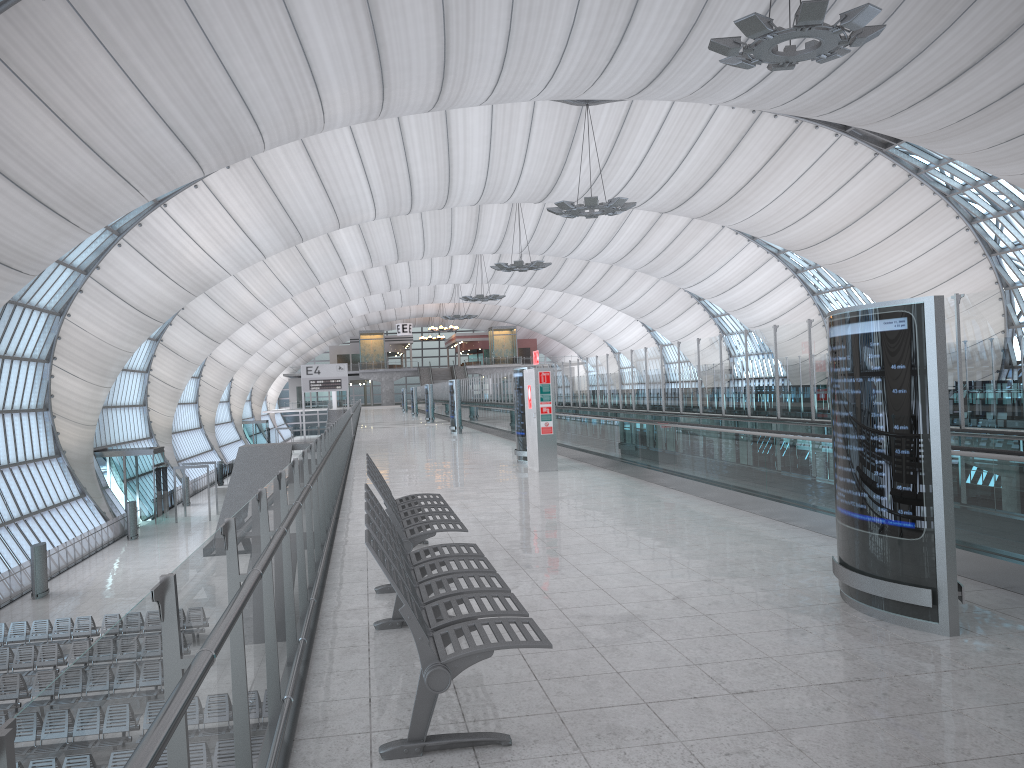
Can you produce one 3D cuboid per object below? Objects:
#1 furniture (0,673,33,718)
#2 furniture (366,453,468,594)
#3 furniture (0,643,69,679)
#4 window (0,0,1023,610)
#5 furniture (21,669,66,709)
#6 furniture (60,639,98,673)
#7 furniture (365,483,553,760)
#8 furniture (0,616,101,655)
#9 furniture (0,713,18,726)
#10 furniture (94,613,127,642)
[{"bbox_3d":[-11.655,6.653,18.601,2.705,0.913,1.572,-2,0,-10],"label":"furniture"},{"bbox_3d":[-0.872,1.103,7.629,0.713,0.902,2.520,-2,0,-10],"label":"furniture"},{"bbox_3d":[-12.042,6.683,20.918,2.705,0.913,1.572,-2,0,-10],"label":"furniture"},{"bbox_3d":[-2.302,-2.848,76.154,50.537,20.004,167.818,-2,0,-10],"label":"window"},{"bbox_3d":[-8.851,6.532,19.071,2.705,0.913,1.572,-2,0,-10],"label":"furniture"},{"bbox_3d":[-9.238,6.563,21.388,2.705,0.913,1.572,-2,0,-10],"label":"furniture"},{"bbox_3d":[-0.391,1.064,4.645,0.713,0.902,2.520,-2,0,-10],"label":"furniture"},{"bbox_3d":[-12.477,6.717,23.522,2.705,0.913,1.572,-2,0,-10],"label":"furniture"},{"bbox_3d":[-8.411,6.498,16.437,2.705,0.913,1.572,-2,0,-10],"label":"furniture"},{"bbox_3d":[-9.673,6.597,23.992,2.705,0.913,1.572,-2,0,-10],"label":"furniture"}]
